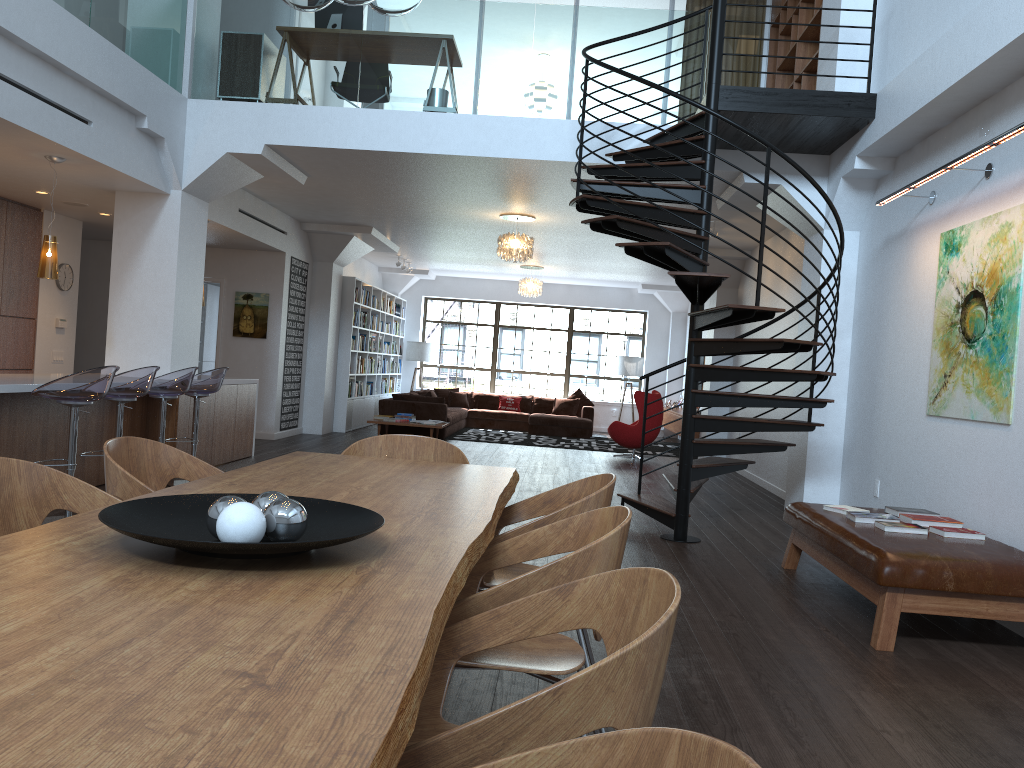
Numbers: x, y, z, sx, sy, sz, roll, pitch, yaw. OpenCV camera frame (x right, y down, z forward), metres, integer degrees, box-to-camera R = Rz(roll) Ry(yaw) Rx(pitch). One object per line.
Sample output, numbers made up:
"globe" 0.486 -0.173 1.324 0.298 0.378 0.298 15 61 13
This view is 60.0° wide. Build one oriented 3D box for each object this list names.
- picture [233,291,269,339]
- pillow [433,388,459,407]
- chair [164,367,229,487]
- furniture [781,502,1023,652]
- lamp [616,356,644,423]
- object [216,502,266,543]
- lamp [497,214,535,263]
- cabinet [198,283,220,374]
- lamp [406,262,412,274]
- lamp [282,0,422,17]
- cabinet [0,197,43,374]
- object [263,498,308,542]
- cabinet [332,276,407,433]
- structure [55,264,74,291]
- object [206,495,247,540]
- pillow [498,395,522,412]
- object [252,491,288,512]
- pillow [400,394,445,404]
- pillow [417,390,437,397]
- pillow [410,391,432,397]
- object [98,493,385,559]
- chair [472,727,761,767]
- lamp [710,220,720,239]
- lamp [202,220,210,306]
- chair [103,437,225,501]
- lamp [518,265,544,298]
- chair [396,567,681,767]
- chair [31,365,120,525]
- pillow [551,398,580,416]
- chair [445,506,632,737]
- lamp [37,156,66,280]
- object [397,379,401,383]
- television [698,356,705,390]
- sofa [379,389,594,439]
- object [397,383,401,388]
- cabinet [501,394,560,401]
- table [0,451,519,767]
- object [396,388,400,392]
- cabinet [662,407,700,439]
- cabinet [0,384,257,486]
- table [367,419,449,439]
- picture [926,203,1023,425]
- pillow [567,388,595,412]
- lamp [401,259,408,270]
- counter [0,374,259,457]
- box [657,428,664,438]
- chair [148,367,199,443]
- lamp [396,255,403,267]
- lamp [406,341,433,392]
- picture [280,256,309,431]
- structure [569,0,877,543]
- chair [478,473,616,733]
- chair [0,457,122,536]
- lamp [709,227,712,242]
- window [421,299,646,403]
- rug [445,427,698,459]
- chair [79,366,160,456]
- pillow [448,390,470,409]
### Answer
"picture" -3.475 -0.917 11.804 0.450 0.600 0.030 4 1 3
"pillow" -1.238 0.273 17.353 0.580 0.418 0.334 4 1 -24
"chair" -2.674 0.346 7.484 0.481 1.014 0.530 4 1 5
"furniture" 2.176 1.017 4.936 0.907 0.453 1.819 4 1 3
"lamp" 2.343 0.237 17.921 0.545 1.579 0.545 4 1 14
"object" -0.560 0.294 1.836 0.100 0.100 0.100 3 1 -42
"lamp" 0.047 -1.734 10.640 0.442 0.539 0.441 3 1 -44
"cabinet" -5.127 -0.918 13.381 0.527 2.991 2.630 4 1 3
"lamp" -1.905 -2.145 16.410 0.120 0.211 0.111 4 1 -23
"lamp" -0.391 -2.123 2.200 0.849 2.140 1.787 4 1 2
"cabinet" -5.481 -0.582 6.754 0.598 2.499 5.299 4 1 3
"object" -0.489 0.296 1.908 0.100 0.100 0.100 3 1 -42
"cabinet" -2.600 -0.496 15.962 0.461 2.414 4.500 4 1 3
"structure" -4.943 -1.179 9.797 0.040 0.300 0.300 4 1 3
"object" -0.612 0.292 1.925 0.100 0.100 0.100 3 1 -42
"pillow" -0.041 0.392 17.331 0.465 0.308 0.220 4 1 -1
"object" -0.541 0.291 1.996 0.100 0.100 0.100 3 1 -42
"pillow" -1.405 0.354 14.045 0.750 0.364 0.289 4 1 2
"pillow" -1.452 0.301 15.744 0.325 0.391 0.625 4 1 20
"pillow" -1.424 0.306 14.312 0.269 0.411 0.559 3 1 -41
"object" -0.577 0.317 1.931 0.592 0.066 0.592 3 1 -39
"chair" -0.090 0.739 0.758 0.618 0.833 0.629 4 1 3
"lamp" 2.266 -1.737 9.949 0.120 0.211 0.111 4 1 -23
"lamp" -3.285 -1.273 9.341 0.149 0.900 0.149 3 1 -42
"chair" -1.139 0.624 3.139 0.618 0.833 0.629 4 1 1
"lamp" 0.334 -1.802 15.693 0.442 0.539 0.441 3 1 -44
"chair" -0.033 0.730 1.536 0.618 0.833 0.629 4 1 3
"chair" -2.770 0.372 5.587 0.481 1.014 0.530 4 1 5
"pillow" 1.032 0.435 17.151 0.542 0.362 0.248 4 1 24
"chair" -0.009 0.718 2.300 0.618 0.833 0.629 4 1 5
"lamp" -2.498 -1.642 7.608 0.149 1.807 2.842 5 1 43
"object" -2.452 -0.066 17.980 0.316 0.088 0.410 4 1 3
"television" 3.250 -0.199 15.570 0.013 0.816 1.324 4 1 3
"sofa" -0.245 0.551 15.736 3.481 0.664 4.197 4 1 3
"object" -2.450 0.022 17.981 0.331 0.088 0.410 4 1 3
"cabinet" 0.303 0.567 18.211 1.520 0.625 0.350 4 1 3
"table" -0.605 0.724 1.933 1.012 0.750 3.803 4 1 3
"object" -2.457 0.110 17.983 0.331 0.088 0.410 4 1 3
"cabinet" 3.034 0.665 15.659 0.459 0.350 4.501 4 1 3
"cabinet" -3.417 0.395 7.574 0.898 0.796 4.493 4 1 3
"table" -1.544 0.700 13.271 1.100 0.271 0.853 4 1 3
"picture" 2.758 -0.388 5.312 0.010 1.200 1.095 4 1 3
"pillow" 1.253 0.366 17.303 0.651 0.587 0.335 4 1 -18
"lamp" -1.935 -2.138 15.892 0.120 0.211 0.111 3 1 -38
"counter" -2.596 0.459 5.901 3.039 0.860 8.182 4 1 -26
"box" 2.959 0.987 18.055 0.228 0.165 0.368 4 1 3
"chair" -2.709 0.355 6.855 0.481 1.014 0.530 4 1 1
"lamp" -1.964 -2.131 15.387 0.111 0.211 0.120 5 1 37
"lamp" -1.946 -0.072 18.264 0.545 1.579 0.545 4 1 -8
"picture" -3.043 -0.551 12.436 0.021 2.380 0.800 4 1 3
"structure" 1.402 -1.020 6.545 1.998 4.352 1.998 3 1 -36
"chair" 0.040 0.707 3.066 0.617 0.830 0.629 4 1 3
"chair" -1.201 0.633 2.361 0.618 0.833 0.629 4 1 3
"lamp" 2.296 -1.744 10.466 0.120 0.211 0.111 3 1 -38
"window" 0.421 -0.700 18.732 4.648 1.905 0.114 4 1 3
"rug" 1.053 0.983 15.158 4.200 0.007 3.100 4 1 5
"chair" -2.762 0.362 6.220 0.481 1.014 0.530 4 1 1
"pillow" -1.054 0.306 17.246 0.489 0.337 0.238 4 1 -27
